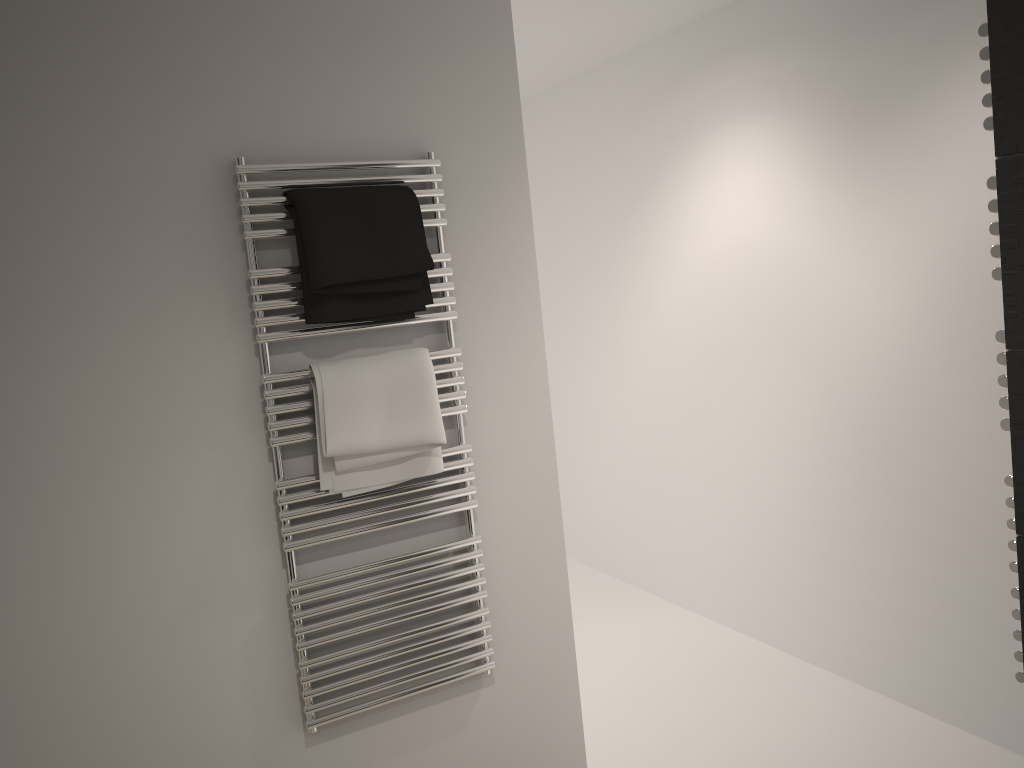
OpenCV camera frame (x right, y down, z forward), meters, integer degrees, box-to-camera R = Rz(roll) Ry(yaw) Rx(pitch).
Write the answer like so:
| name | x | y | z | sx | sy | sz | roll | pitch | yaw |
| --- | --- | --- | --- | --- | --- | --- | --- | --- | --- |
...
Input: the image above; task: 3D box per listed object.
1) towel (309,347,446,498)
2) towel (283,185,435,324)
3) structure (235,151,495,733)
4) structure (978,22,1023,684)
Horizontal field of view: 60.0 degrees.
| name | x | y | z | sx | sy | sz | roll | pitch | yaw |
| --- | --- | --- | --- | --- | --- | --- | --- | --- | --- |
| towel | -0.303 | 0.087 | 2.014 | 0.303 | 0.308 | 0.098 | -9 | 6 | -26 |
| towel | -0.329 | -0.291 | 1.977 | 0.301 | 0.308 | 0.141 | -9 | 6 | -30 |
| structure | -0.320 | 0.119 | 2.050 | 0.473 | 1.288 | 0.039 | -9 | 6 | -27 |
| structure | 0.959 | -0.176 | 1.464 | 0.473 | 1.288 | 0.039 | -9 | 6 | -27 |
